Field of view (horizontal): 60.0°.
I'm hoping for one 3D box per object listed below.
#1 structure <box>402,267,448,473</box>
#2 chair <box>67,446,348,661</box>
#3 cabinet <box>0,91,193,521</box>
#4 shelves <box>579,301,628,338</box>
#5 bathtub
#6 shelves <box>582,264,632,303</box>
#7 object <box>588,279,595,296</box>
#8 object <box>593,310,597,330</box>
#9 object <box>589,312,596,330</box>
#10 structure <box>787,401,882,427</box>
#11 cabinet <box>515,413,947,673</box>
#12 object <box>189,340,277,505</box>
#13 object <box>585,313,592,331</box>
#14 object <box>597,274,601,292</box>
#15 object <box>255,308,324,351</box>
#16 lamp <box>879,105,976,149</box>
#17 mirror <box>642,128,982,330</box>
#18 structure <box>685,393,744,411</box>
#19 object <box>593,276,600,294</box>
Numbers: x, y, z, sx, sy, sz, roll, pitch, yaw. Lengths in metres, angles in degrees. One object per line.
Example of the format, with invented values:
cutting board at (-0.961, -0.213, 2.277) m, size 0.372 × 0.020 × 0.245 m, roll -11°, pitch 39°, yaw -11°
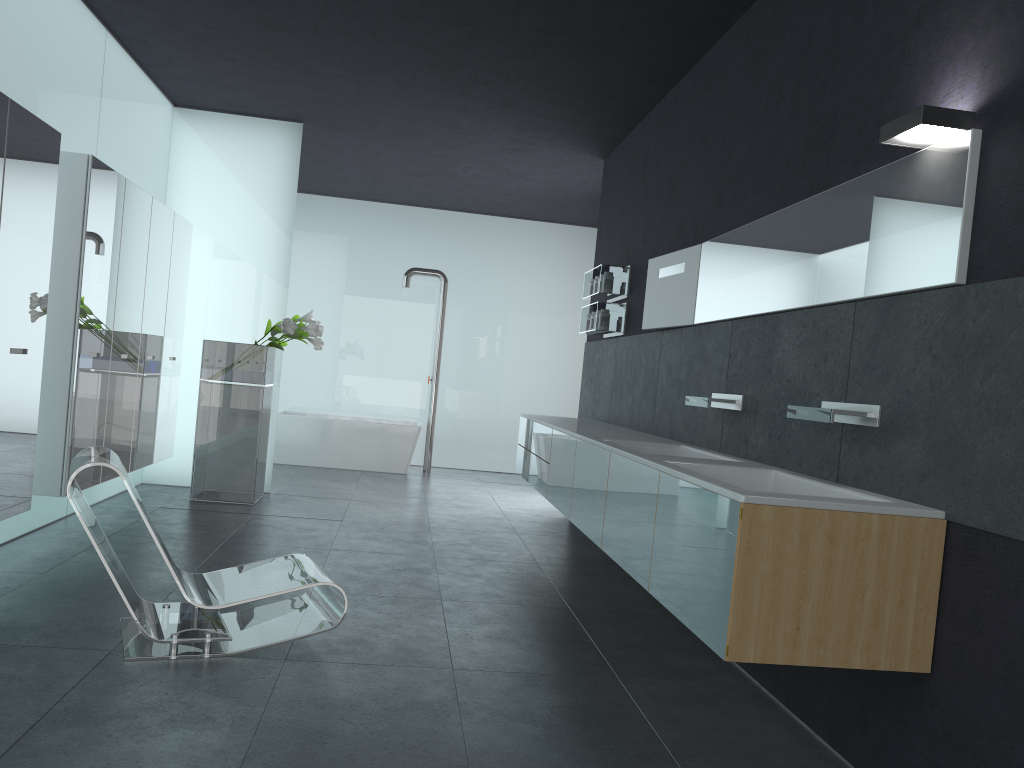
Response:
structure at (-1.315, -0.167, 12.298) m, size 0.643 × 2.873 × 0.123 m, roll 5°, pitch 1°, yaw -7°
chair at (-1.477, 0.797, 4.305) m, size 1.262 × 0.871 × 0.628 m, roll 5°, pitch 1°, yaw -26°
cabinet at (-2.960, -0.383, 5.433) m, size 0.398 × 2.216 × 6.000 m, roll 5°, pitch 0°, yaw -7°
shelves at (0.827, -0.589, 8.131) m, size 0.265 × 0.285 × 0.769 m, roll 5°, pitch 0°, yaw -7°
bathtub at (-2.255, 0.701, 12.218) m, size 1.978 × 0.859 × 0.960 m, roll 5°, pitch 1°, yaw -7°
shelves at (0.858, -0.915, 8.123) m, size 0.265 × 0.285 × 0.769 m, roll 5°, pitch 0°, yaw -7°
object at (0.774, -0.901, 8.395) m, size 0.096 × 0.184 × 0.067 m, roll 5°, pitch 1°, yaw -15°
object at (0.792, -0.569, 8.004) m, size 0.096 × 0.184 × 0.067 m, roll 5°, pitch 1°, yaw -9°
object at (0.769, -0.572, 8.191) m, size 0.096 × 0.184 × 0.067 m, roll 5°, pitch 1°, yaw 2°
structure at (1.325, 0.116, 3.705) m, size 0.186 × 0.088 × 0.482 m, roll 5°, pitch 0°, yaw -7°
cabinet at (0.756, 0.633, 5.746) m, size 0.734 × 0.557 × 5.579 m, roll 5°, pitch 0°, yaw -7°
object at (-2.658, 0.355, 8.491) m, size 0.585 × 1.492 × 0.574 m, roll 5°, pitch 1°, yaw -7°
object at (0.743, -0.575, 8.404) m, size 0.096 × 0.184 × 0.067 m, roll 5°, pitch 1°, yaw -15°
object at (0.823, -0.895, 7.996) m, size 0.096 × 0.184 × 0.067 m, roll 5°, pitch 1°, yaw -9°
object at (-2.293, -0.382, 8.356) m, size 1.025 × 0.780 × 0.973 m, roll 5°, pitch 1°, yaw -15°
lamp at (1.496, -0.925, 3.209) m, size 0.198 × 0.066 × 0.276 m, roll 5°, pitch 0°, yaw -7°
mirror at (1.332, -0.639, 4.886) m, size 0.109 × 0.533 × 3.719 m, roll 5°, pitch 0°, yaw -8°
structure at (1.153, 0.093, 5.112) m, size 0.186 × 0.088 × 0.482 m, roll 5°, pitch 0°, yaw -7°
object at (0.800, -0.898, 8.183) m, size 0.096 × 0.184 × 0.067 m, roll 5°, pitch 1°, yaw 2°
